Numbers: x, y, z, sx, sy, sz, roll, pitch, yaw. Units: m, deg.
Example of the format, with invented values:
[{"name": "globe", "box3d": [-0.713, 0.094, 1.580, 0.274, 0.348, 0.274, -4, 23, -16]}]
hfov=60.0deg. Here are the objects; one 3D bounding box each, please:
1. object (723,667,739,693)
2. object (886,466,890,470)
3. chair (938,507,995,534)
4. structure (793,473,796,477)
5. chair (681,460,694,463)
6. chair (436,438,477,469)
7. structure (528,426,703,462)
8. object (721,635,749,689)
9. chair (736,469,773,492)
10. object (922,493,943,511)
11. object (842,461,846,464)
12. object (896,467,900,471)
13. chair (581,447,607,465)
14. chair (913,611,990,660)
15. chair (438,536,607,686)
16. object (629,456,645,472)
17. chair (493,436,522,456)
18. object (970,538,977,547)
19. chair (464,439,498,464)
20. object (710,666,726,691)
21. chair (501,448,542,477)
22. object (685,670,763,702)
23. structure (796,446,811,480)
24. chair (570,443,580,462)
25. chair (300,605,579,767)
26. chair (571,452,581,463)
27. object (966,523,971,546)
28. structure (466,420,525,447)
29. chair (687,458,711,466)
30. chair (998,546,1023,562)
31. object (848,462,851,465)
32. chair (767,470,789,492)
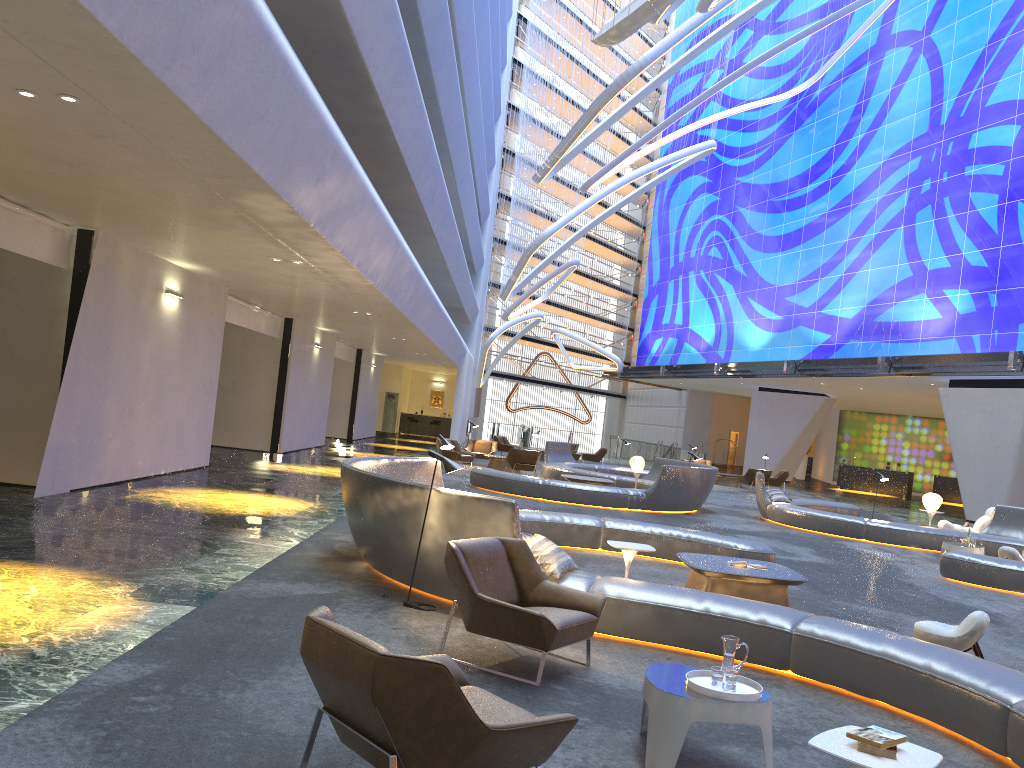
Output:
[{"name": "object", "box3d": [1.093, 1.480, 4.426, 0.071, 0.118, 0.071, 7, -1, -33]}, {"name": "object", "box3d": [16.370, 3.646, 38.572, 0.150, 0.145, 0.150, 6, -1, 33]}, {"name": "chair", "box3d": [9.320, 2.892, 17.993, 1.156, 0.882, 0.730, 6, -1, 19]}, {"name": "structure", "box3d": [15.217, 3.945, 47.027, 0.774, 2.051, 1.020, 7, 0, -29]}, {"name": "chair", "box3d": [6.202, 2.997, 30.002, 0.937, 0.766, 0.931, 6, -1, 33]}, {"name": "chair", "box3d": [-1.581, 1.927, 24.332, 0.937, 0.766, 0.931, 6, -1, 33]}, {"name": "structure", "box3d": [5.053, 7.218, 56.424, 9.304, 8.398, 19.741, 6, -2, 0]}, {"name": "object", "box3d": [1.116, 1.419, 4.521, 0.131, 0.252, 0.103, 7, 0, -17]}, {"name": "chair", "box3d": [8.037, 3.182, 29.330, 0.930, 0.766, 0.938, 7, -1, -17]}, {"name": "object", "box3d": [8.895, 2.501, 18.773, 0.367, 0.387, 0.318, 7, -1, -18]}, {"name": "object", "box3d": [14.863, 3.511, 39.691, 0.149, 0.150, 0.149, 6, -1, 34]}, {"name": "object", "box3d": [16.715, 3.678, 38.358, 0.150, 0.145, 0.150, 6, -1, 33]}, {"name": "chair", "box3d": [3.122, 2.777, 33.872, 0.938, 0.766, 0.930, 6, -1, 2]}, {"name": "chair", "box3d": [3.622, 2.081, 7.288, 0.585, 0.501, 0.492, 6, -1, 34]}, {"name": "chair", "box3d": [0.051, 1.501, 6.000, 0.937, 0.766, 0.931, 6, -1, 33]}, {"name": "object", "box3d": [2.991, 1.914, 21.207, 0.366, 0.387, 0.318, 6, -1, 7]}, {"name": "chair", "box3d": [-0.205, 2.396, 33.717, 0.937, 0.766, 0.931, 6, -1, 24]}, {"name": "object", "box3d": [7.301, 2.507, 14.036, 0.071, 0.118, 0.151, 6, -1, 10]}, {"name": "chair", "box3d": [-0.945, 2.081, 26.787, 0.929, 0.766, 0.939, 6, -1, 6]}, {"name": "object", "box3d": [1.018, 1.471, 4.400, 0.071, 0.118, 0.071, 7, 0, -18]}, {"name": "chair", "box3d": [0.254, 2.113, 23.660, 0.930, 0.766, 0.938, 7, -1, -17]}, {"name": "object", "box3d": [1.069, 1.523, 4.482, 0.381, 0.038, 0.381, 7, -2, -8]}, {"name": "structure", "box3d": [14.750, 3.823, 44.940, 1.023, 2.051, 0.771, 7, 0, -22]}, {"name": "chair", "box3d": [2.137, 2.713, 35.275, 0.928, 0.766, 0.940, 6, -1, 27]}, {"name": "chair", "box3d": [-0.354, 1.378, 3.682, 0.940, 0.766, 0.928, 7, -1, -41]}, {"name": "chair", "box3d": [1.908, 2.589, 32.333, 0.940, 0.766, 0.928, 7, -1, -39]}, {"name": "object", "box3d": [7.193, 2.372, 13.945, 0.066, 0.356, 0.076, 6, 0, -33]}, {"name": "structure", "box3d": [-1.333, 6.446, 55.942, 3.017, 8.237, 19.837, 6, -2, 0]}, {"name": "chair", "box3d": [6.838, 3.151, 32.456, 0.929, 0.766, 0.939, 6, -1, 6]}, {"name": "chair", "box3d": [8.208, 2.822, 13.943, 1.788, 0.501, 0.584, 8, -2, -36]}, {"name": "object", "box3d": [15.063, 3.549, 39.551, 0.107, 0.108, 0.111, 6, -1, 34]}, {"name": "chair", "box3d": [9.047, 3.343, 30.715, 0.938, 0.766, 0.930, 6, -1, 8]}]
